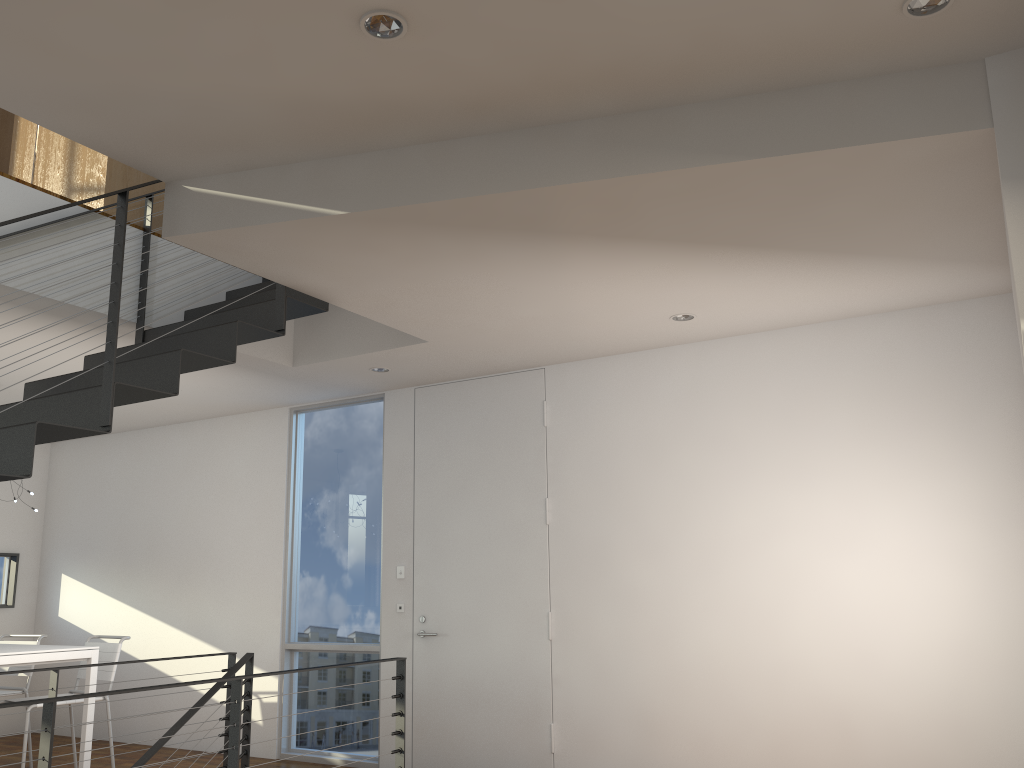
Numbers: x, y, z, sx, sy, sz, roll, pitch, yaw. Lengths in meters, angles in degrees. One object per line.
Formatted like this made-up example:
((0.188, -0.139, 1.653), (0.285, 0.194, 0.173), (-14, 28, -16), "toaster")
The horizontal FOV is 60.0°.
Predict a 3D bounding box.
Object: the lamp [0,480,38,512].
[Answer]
((-3.020, 0.357, 5.034), (0.620, 0.722, 0.592), (9, -15, -37), "lamp")

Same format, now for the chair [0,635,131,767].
((-2.466, 1.788, 4.861), (0.429, 0.761, 0.557), (-10, -15, 36), "chair")

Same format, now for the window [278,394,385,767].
((-1.069, 1.190, 5.488), (0.837, 2.201, 0.115), (-8, -14, 30), "window")

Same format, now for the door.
((-0.196, 1.031, 4.878), (0.883, 2.174, 0.077), (-8, -14, 30), "door")

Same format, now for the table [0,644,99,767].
((-2.964, 1.767, 4.681), (1.402, 0.716, 0.703), (-8, -14, 30), "table")

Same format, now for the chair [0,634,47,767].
((-3.113, 1.874, 5.189), (0.428, 0.761, 0.557), (-6, -13, 25), "chair")

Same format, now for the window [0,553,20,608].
((-4.358, 1.317, 5.944), (0.165, 0.405, 2.032), (-8, -15, 29), "window")

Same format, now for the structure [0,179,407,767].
((-1.811, 1.161, 2.608), (1.095, 6.264, 4.378), (-8, -14, 30), "structure")
